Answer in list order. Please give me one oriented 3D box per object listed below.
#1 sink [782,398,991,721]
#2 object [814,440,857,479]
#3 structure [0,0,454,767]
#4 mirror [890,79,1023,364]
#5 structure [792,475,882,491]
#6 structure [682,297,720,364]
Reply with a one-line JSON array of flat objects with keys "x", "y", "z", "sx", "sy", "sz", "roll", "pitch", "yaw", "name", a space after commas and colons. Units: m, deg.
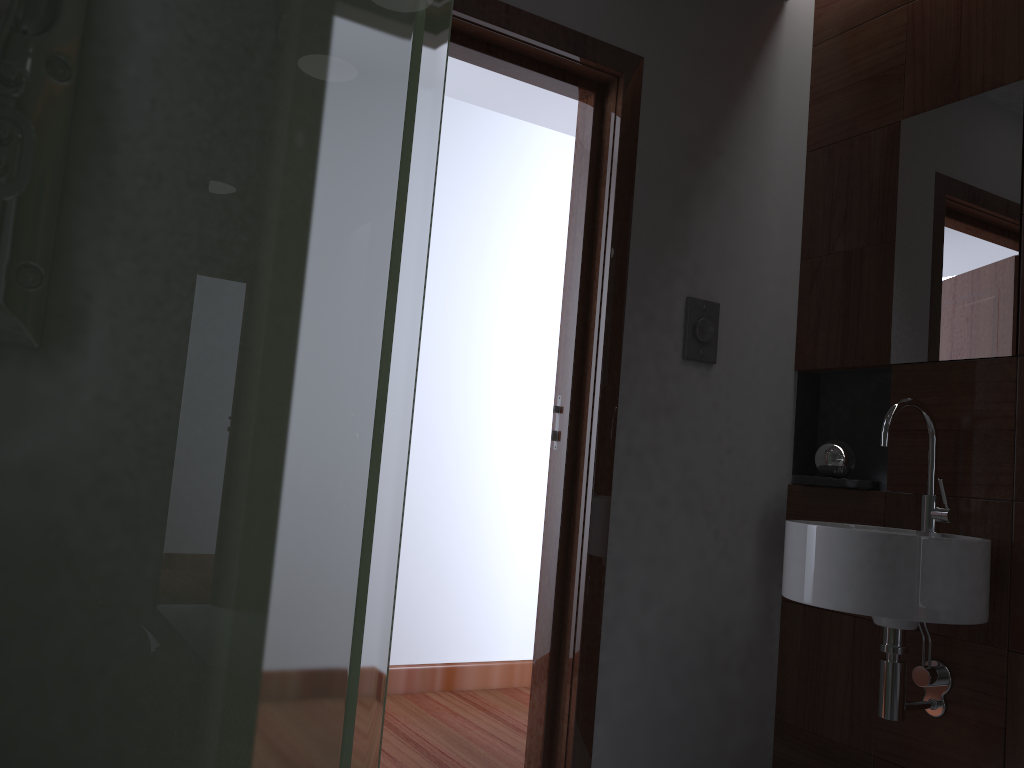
[{"x": 0.815, "y": 0.378, "z": 1.946, "sx": 0.417, "sy": 0.715, "sz": 0.415, "roll": 8, "pitch": -6, "yaw": -30, "name": "sink"}, {"x": 1.164, "y": 0.175, "z": 1.789, "sx": 0.104, "sy": 0.104, "sz": 1.350, "roll": 8, "pitch": -6, "yaw": -30, "name": "object"}, {"x": -0.738, "y": -0.056, "z": 1.154, "sx": 1.015, "sy": 2.079, "sz": 0.765, "roll": 8, "pitch": -6, "yaw": -30, "name": "structure"}, {"x": 1.060, "y": -0.370, "z": 2.121, "sx": 0.010, "sy": 0.635, "sz": 0.316, "roll": 8, "pitch": -6, "yaw": -30, "name": "mirror"}, {"x": 0.851, "y": 0.260, "z": 2.330, "sx": 0.222, "sy": 0.023, "sz": 0.220, "roll": 3, "pitch": -6, "yaw": 20, "name": "structure"}, {"x": 0.497, "y": -0.139, "z": 2.315, "sx": 0.109, "sy": 0.164, "sz": 0.028, "roll": 8, "pitch": -6, "yaw": -30, "name": "structure"}]
